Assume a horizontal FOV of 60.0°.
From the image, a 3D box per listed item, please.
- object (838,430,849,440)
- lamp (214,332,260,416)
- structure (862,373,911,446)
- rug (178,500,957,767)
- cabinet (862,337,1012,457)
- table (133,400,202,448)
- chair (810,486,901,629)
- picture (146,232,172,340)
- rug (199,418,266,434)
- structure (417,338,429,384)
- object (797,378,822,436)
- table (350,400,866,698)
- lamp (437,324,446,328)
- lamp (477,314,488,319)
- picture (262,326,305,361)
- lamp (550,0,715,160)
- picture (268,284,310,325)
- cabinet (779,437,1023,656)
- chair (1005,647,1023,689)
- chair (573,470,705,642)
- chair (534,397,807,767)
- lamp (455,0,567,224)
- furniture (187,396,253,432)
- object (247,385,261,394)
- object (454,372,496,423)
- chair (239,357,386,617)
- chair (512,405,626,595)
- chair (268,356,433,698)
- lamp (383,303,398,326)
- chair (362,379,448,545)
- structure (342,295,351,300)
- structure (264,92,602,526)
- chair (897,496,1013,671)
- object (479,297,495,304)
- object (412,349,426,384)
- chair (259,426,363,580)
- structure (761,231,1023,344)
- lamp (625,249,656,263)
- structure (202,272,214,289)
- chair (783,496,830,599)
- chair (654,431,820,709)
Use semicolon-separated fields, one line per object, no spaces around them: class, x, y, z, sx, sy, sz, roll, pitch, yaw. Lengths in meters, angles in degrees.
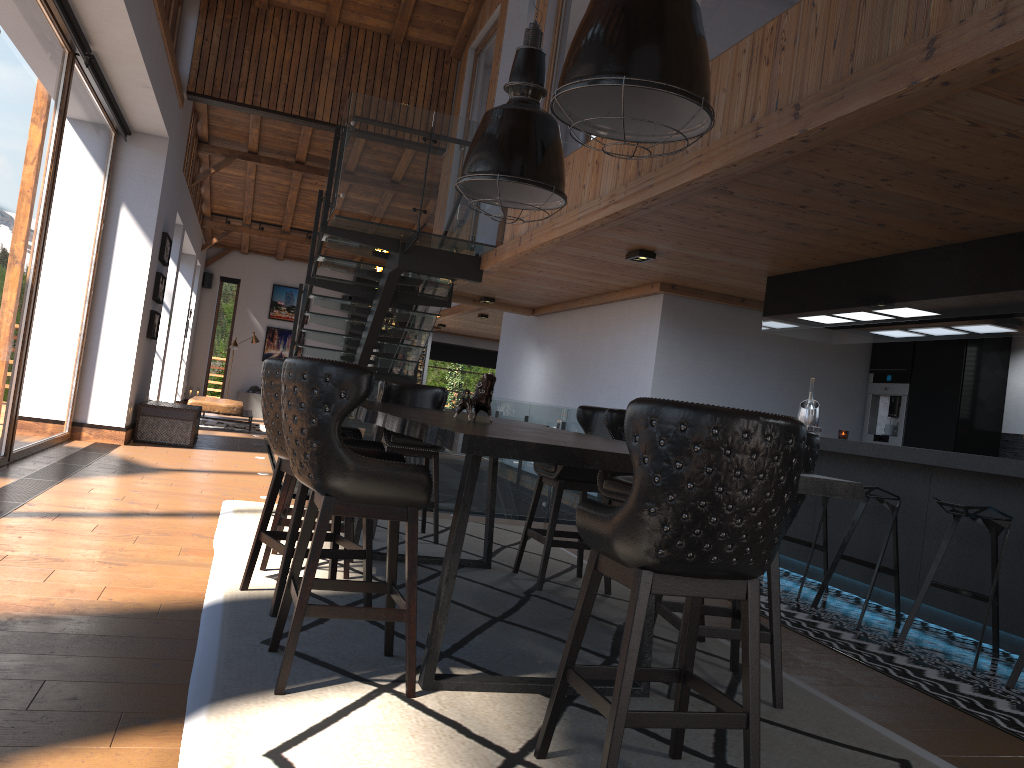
object;2.566;0.399;6.867;0.078;0.081;0.080;6;-2;38
lamp;-6.038;-0.256;19.190;0.526;1.900;1.323;8;-2;4
structure;3.806;0.369;8.963;0.257;0.946;0.593;8;-2;-17
rug;-0.263;1.113;4.651;2.567;0.047;5.593;8;-1;-17
cabinet;4.786;0.639;6.251;0.547;2.382;6.386;8;-2;-17
table;-4.353;0.493;11.276;0.688;0.470;1.246;8;-2;-17
chair;2.247;1.051;5.506;0.471;0.840;0.536;8;-2;-11
picture;-4.456;-1.220;11.214;0.059;1.313;0.769;9;-2;-17
rug;-4.073;0.866;16.308;3.831;0.053;2.416;8;-1;-17
structure;-2.426;-0.077;21.283;0.505;2.619;0.508;9;-2;-17
object;2.321;0.180;6.915;0.227;0.453;0.223;8;-2;-17
table;-0.166;0.659;4.344;1.438;0.950;3.771;8;-2;-17
lamp;-1.641;-1.359;20.645;0.156;0.068;0.259;8;-2;-17
lamp;-0.557;-1.303;17.033;0.156;0.068;0.259;8;-2;-17
picture;-5.307;-0.870;20.620;0.885;0.816;0.035;8;-2;-18
lamp;0.748;-3.193;3.434;0.616;4.688;0.627;7;-3;28
picture;-5.173;-1.856;20.661;0.885;0.816;0.035;8;-2;-18
cabinet;2.734;0.992;5.725;0.894;1.104;4.768;8;-2;-17
chair;2.724;1.081;4.107;0.472;0.840;0.535;8;-2;-16
chair;0.724;0.689;4.407;0.574;1.093;0.499;9;-3;-33
chair;0.454;0.602;2.422;0.507;1.093;0.564;9;-2;-18
lamp;0.293;-3.216;4.949;0.616;4.688;0.627;7;-3;28
furniture;-5.334;0.496;16.110;1.183;0.437;2.741;8;-2;-17
object;-5.826;0.125;20.173;0.402;0.183;0.228;7;-2;26
object;-0.175;0.057;4.290;0.115;0.254;0.223;6;-3;36
chair;-0.901;0.457;3.979;0.574;1.093;0.499;9;-3;-33
chair;0.402;0.668;5.308;0.572;1.093;0.500;8;-2;-18
chair;-0.578;0.479;3.078;0.572;1.093;0.500;8;-2;-18
lamp;-2.485;-2.090;18.530;0.264;2.203;0.795;9;-3;-26
chair;-0.749;0.535;6.237;0.507;1.093;0.564;9;-2;-18
structure;-3.936;-1.915;20.978;0.215;0.350;0.212;8;-2;-17
structure;-3.466;0.397;8.846;9.268;6.402;10.950;8;-2;-17
chair;2.529;1.073;4.853;0.472;0.840;0.534;9;-2;-20
object;-0.325;-1.101;11.607;0.156;0.068;0.259;8;-2;-17
object;-2.436;-0.072;21.289;0.497;2.614;0.463;9;-2;-17
chair;-1.075;0.464;4.778;0.570;1.093;0.502;8;-2;-8
structure;2.907;-0.599;5.972;0.715;0.476;3.228;8;-2;-17
lamp;1.030;-1.030;7.096;0.156;0.068;0.259;8;-2;-17
structure;-6.878;-2.339;20.029;0.215;0.350;0.212;8;-2;-17
chair;2.091;1.049;6.274;0.472;0.840;0.534;9;-2;-20
chair;0.896;0.702;3.608;0.570;1.093;0.502;8;-2;-8
